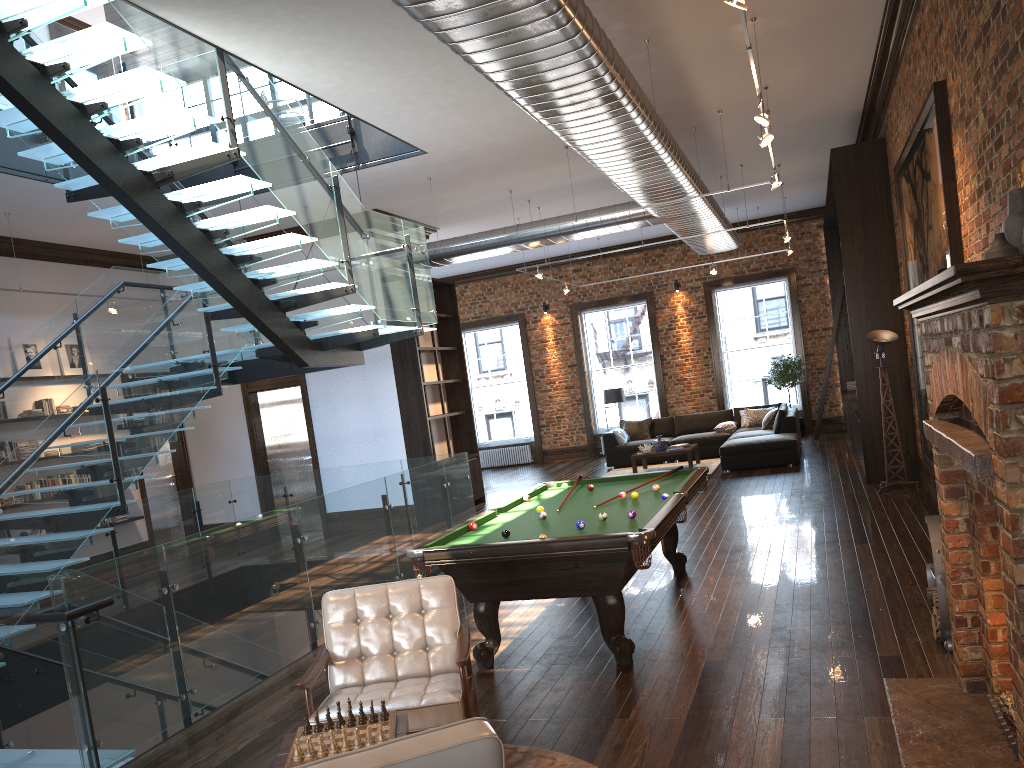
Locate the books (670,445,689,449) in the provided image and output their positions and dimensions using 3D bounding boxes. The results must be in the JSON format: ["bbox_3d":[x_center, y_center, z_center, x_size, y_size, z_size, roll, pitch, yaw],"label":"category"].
[{"bbox_3d":[2.848,1.075,15.084,0.260,0.024,0.206,-8,0,-37],"label":"books"}]

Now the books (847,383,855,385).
[{"bbox_3d":[6.649,-0.008,17.355,0.186,0.013,0.270,-8,0,21],"label":"books"}]

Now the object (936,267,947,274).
[{"bbox_3d":[1.993,-0.483,4.064,0.238,0.106,0.235,-8,1,29],"label":"object"}]

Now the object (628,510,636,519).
[{"bbox_3d":[0.774,0.841,5.723,0.057,0.057,0.056,-6,3,41],"label":"object"}]

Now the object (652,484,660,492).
[{"bbox_3d":[1.111,0.801,6.841,0.056,0.057,0.057,-9,2,-26],"label":"object"}]

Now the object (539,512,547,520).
[{"bbox_3d":[0.216,0.922,6.212,0.057,0.057,0.057,-8,2,-11],"label":"object"}]

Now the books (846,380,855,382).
[{"bbox_3d":[6.643,-0.055,17.352,0.184,0.008,0.303,-8,0,21],"label":"books"}]

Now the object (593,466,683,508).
[{"bbox_3d":[1.036,0.804,7.063,0.028,0.072,1.593,-5,1,35],"label":"object"}]

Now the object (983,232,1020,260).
[{"bbox_3d":[1.929,-0.511,3.496,0.135,0.170,0.136,-9,3,-29],"label":"object"}]

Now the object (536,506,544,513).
[{"bbox_3d":[0.208,0.925,6.526,0.056,0.057,0.057,-9,3,-34],"label":"object"}]

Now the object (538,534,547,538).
[{"bbox_3d":[0.183,0.921,5.258,0.057,0.057,0.056,-6,3,37],"label":"object"}]

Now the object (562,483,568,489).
[{"bbox_3d":[0.465,0.897,7.774,0.058,0.058,0.057,-7,2,20],"label":"object"}]

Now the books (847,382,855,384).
[{"bbox_3d":[6.656,-0.027,17.350,0.200,0.012,0.217,-8,0,23],"label":"books"}]

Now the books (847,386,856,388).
[{"bbox_3d":[6.664,0.049,17.357,0.200,0.019,0.253,-8,0,21],"label":"books"}]

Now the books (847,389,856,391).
[{"bbox_3d":[6.673,0.105,17.361,0.208,0.013,0.277,-8,0,20],"label":"books"}]

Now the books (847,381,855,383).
[{"bbox_3d":[6.654,-0.042,17.349,0.200,0.020,0.210,-8,0,23],"label":"books"}]

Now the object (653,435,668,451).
[{"bbox_3d":[2.514,1.006,15.078,0.213,0.252,0.216,-10,3,-38],"label":"object"}]

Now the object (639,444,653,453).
[{"bbox_3d":[2.283,1.084,14.991,0.216,0.160,0.219,-9,2,-29],"label":"object"}]

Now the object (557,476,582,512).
[{"bbox_3d":[0.477,0.883,7.260,0.028,0.072,1.596,-7,0,11],"label":"object"}]

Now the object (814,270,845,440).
[{"bbox_3d":[5.950,-0.527,16.583,0.899,3.094,0.491,-6,5,19],"label":"object"}]

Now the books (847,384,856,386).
[{"bbox_3d":[6.660,0.005,17.353,0.205,0.015,0.263,-8,0,17],"label":"books"}]

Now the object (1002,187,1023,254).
[{"bbox_3d":[2.094,-0.624,3.639,0.144,0.352,0.145,-10,5,-34],"label":"object"}]

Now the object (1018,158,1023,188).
[{"bbox_3d":[2.322,-0.747,3.966,0.125,0.539,0.405,-6,3,19],"label":"object"}]

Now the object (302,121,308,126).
[{"bbox_3d":[-2.846,-3.243,11.182,0.539,0.773,0.518,-8,3,-11],"label":"object"}]

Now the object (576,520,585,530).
[{"bbox_3d":[0.432,0.888,5.586,0.057,0.057,0.056,-7,2,24],"label":"object"}]

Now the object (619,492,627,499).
[{"bbox_3d":[0.832,0.839,6.659,0.057,0.057,0.057,-8,2,-16],"label":"object"}]

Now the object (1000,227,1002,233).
[{"bbox_3d":[2.154,-0.581,3.778,0.117,0.251,0.118,-9,4,-23],"label":"object"}]

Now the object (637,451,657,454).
[{"bbox_3d":[2.280,1.156,14.990,0.268,0.018,0.200,-8,0,43],"label":"object"}]

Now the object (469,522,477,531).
[{"bbox_3d":[-0.270,0.989,6.152,0.057,0.057,0.057,-9,2,-24],"label":"object"}]

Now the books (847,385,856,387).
[{"bbox_3d":[6.646,0.036,17.362,0.159,0.011,0.249,-8,0,23],"label":"books"}]

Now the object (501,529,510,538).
[{"bbox_3d":[-0.039,0.954,5.654,0.057,0.057,0.056,-7,2,24],"label":"object"}]

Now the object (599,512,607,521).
[{"bbox_3d":[0.596,0.867,5.803,0.056,0.057,0.057,-9,2,-32],"label":"object"}]

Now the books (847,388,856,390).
[{"bbox_3d":[6.677,0.092,17.358,0.211,0.012,0.270,-8,0,16],"label":"books"}]

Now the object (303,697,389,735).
[{"bbox_3d":[-0.655,1.286,3.470,0.334,0.101,0.075,-8,3,-6],"label":"object"}]

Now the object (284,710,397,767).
[{"bbox_3d":[-0.633,1.345,3.347,0.387,0.029,0.387,-8,0,-6],"label":"object"}]

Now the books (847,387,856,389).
[{"bbox_3d":[6.659,0.072,17.362,0.171,0.009,0.252,-8,0,24],"label":"books"}]

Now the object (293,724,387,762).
[{"bbox_3d":[-0.627,1.280,3.214,0.334,0.101,0.075,-8,3,-6],"label":"object"}]

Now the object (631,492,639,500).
[{"bbox_3d":[0.909,0.828,6.571,0.057,0.057,0.056,-7,2,19],"label":"object"}]

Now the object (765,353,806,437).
[{"bbox_3d":[5.496,0.319,17.678,0.815,1.875,0.793,-6,4,27],"label":"object"}]

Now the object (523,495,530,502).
[{"bbox_3d":[0.123,0.941,7.296,0.057,0.057,0.056,-7,2,18],"label":"object"}]

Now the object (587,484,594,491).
[{"bbox_3d":[0.659,0.868,7.420,0.057,0.057,0.057,-9,2,-23],"label":"object"}]
